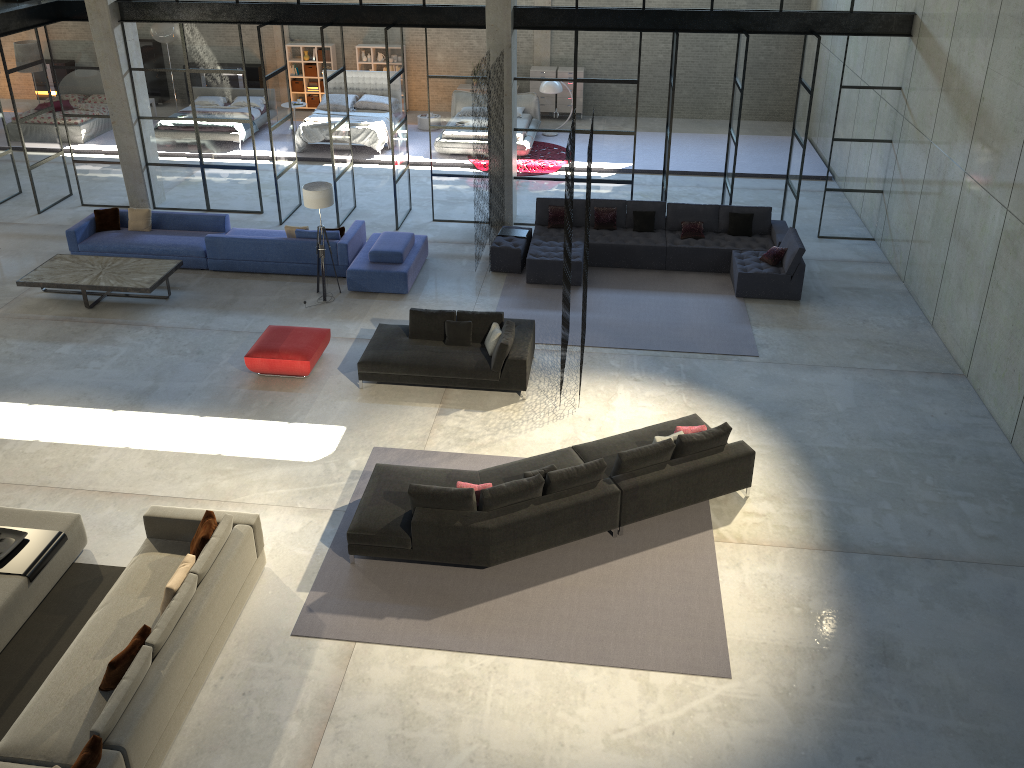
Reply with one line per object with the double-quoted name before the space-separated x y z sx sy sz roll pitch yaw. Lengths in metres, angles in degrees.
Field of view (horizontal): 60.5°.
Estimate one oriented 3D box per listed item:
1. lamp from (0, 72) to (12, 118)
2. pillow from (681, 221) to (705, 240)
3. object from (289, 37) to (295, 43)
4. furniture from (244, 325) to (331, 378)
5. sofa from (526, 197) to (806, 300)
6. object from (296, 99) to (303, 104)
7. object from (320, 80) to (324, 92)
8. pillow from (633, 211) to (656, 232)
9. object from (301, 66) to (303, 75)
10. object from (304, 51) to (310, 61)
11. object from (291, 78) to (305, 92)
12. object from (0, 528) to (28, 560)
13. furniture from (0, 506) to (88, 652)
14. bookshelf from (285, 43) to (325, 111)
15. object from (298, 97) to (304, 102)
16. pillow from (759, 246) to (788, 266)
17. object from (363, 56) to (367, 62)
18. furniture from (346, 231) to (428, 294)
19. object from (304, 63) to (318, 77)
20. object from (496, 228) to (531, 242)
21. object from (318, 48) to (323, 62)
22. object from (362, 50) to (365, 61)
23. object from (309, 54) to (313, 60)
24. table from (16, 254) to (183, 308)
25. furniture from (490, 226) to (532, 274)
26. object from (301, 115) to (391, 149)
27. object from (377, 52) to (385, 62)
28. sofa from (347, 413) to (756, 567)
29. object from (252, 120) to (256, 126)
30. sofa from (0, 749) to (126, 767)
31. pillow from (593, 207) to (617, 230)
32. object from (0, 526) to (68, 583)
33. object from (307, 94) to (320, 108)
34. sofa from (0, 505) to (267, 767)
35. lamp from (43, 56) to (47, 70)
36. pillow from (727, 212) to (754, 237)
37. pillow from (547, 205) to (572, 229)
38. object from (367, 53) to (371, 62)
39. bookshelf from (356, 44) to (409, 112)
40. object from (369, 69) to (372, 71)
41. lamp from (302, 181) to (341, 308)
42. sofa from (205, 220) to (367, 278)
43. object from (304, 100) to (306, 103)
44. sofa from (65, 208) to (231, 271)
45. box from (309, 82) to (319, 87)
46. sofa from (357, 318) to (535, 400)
"lamp" -12.918 -7.406 21.725 0.822 1.819 0.704 -21 33 -37
"pillow" 2.945 -2.505 14.309 0.384 0.219 0.345 3 29 6
"object" -5.749 -9.025 23.021 0.233 0.143 0.056 2 26 4
"furniture" -2.879 -0.429 11.362 0.855 0.357 0.905 3 30 6
"sofa" 2.358 -2.217 13.951 4.150 0.825 1.932 4 30 6
"object" -5.088 -6.751 20.969 0.171 0.085 0.175 -17 33 -27
"object" -4.869 -7.906 23.254 0.324 0.281 0.342 3 28 6
"pillow" 2.181 -2.667 14.462 0.383 0.317 0.231 2 27 4
"object" -5.540 -8.284 23.206 0.083 0.216 0.084 19 31 34
"object" -5.367 -8.569 22.913 0.154 0.234 0.163 -1 27 -1
"object" -5.653 -7.952 23.343 0.324 0.281 0.342 3 28 6
"object" -4.545 1.420 7.742 0.386 0.034 0.408 5 31 9
"furniture" -4.821 1.723 7.666 1.448 0.378 1.627 3 30 6
"bookshelf" -5.262 -8.107 23.231 1.241 1.662 0.348 3 26 7
"object" -5.638 -7.563 23.498 0.143 0.223 0.143 23 35 38
"pillow" 3.982 -1.977 13.294 0.340 0.273 0.363 -9 30 -17
"object" -3.815 -8.441 22.773 0.110 0.148 0.115 8 28 16
"furniture" -1.943 -2.018 13.850 0.949 0.525 1.627 3 30 6
"object" -5.256 -8.282 23.132 0.324 0.281 0.342 3 28 6
"object" 0.024 -2.442 14.389 0.519 0.094 0.317 6 30 11
"object" -4.861 -8.602 22.927 0.324 0.281 0.342 3 28 6
"object" -3.869 -8.554 22.864 0.096 0.248 0.098 -15 30 -29
"object" -5.293 -8.597 23.068 0.187 0.125 0.193 -15 32 -26
"table" -6.156 -1.530 13.236 2.064 0.378 1.087 4 30 6
"furniture" -0.004 -2.211 14.336 0.510 0.431 1.014 5 30 10
"object" -3.799 -5.761 20.004 2.282 0.624 0.689 5 28 9
"object" -3.392 -8.474 22.744 0.169 0.237 0.172 -20 33 -33
"sofa" 0.403 1.028 8.681 4.081 0.534 1.551 -8 31 -13
"object" -7.102 -6.061 20.367 2.111 0.234 0.760 4 30 6
"sofa" -3.779 2.803 5.513 2.336 0.685 1.115 4 29 6
"pillow" 1.546 -2.737 14.524 0.406 0.357 0.203 3 27 7
"object" -4.795 1.468 7.791 1.473 0.082 0.567 4 30 6
"object" -5.261 -7.575 23.464 0.324 0.281 0.342 3 28 6
"sofa" -2.918 1.946 6.977 1.053 0.684 2.473 3 30 6
"lamp" -12.009 -7.681 22.192 0.822 1.819 0.704 -21 33 -37
"pillow" 3.720 -2.592 14.284 0.401 0.362 0.209 4 27 7
"pillow" 0.803 -2.770 14.604 0.413 0.326 0.249 4 27 7
"object" -3.713 -8.488 22.813 0.102 0.192 0.103 17 31 31
"bookshelf" -3.392 -7.994 23.028 1.241 1.662 0.348 3 26 7
"object" -3.678 -8.125 22.948 0.100 0.192 0.104 11 28 21
"lamp" -2.797 -2.026 12.820 0.429 1.649 0.707 2 26 4
"sofa" -3.644 -2.310 14.264 2.336 0.685 1.115 4 29 6
"object" -5.537 -7.573 23.627 0.120 0.111 0.121 20 34 33
"sofa" -5.972 -2.415 14.559 2.336 0.573 1.115 4 29 6
"box" -5.260 -7.971 23.338 0.213 0.103 0.139 3 29 6
"sofa" -0.800 -0.389 11.110 2.107 0.532 1.145 4 30 7
